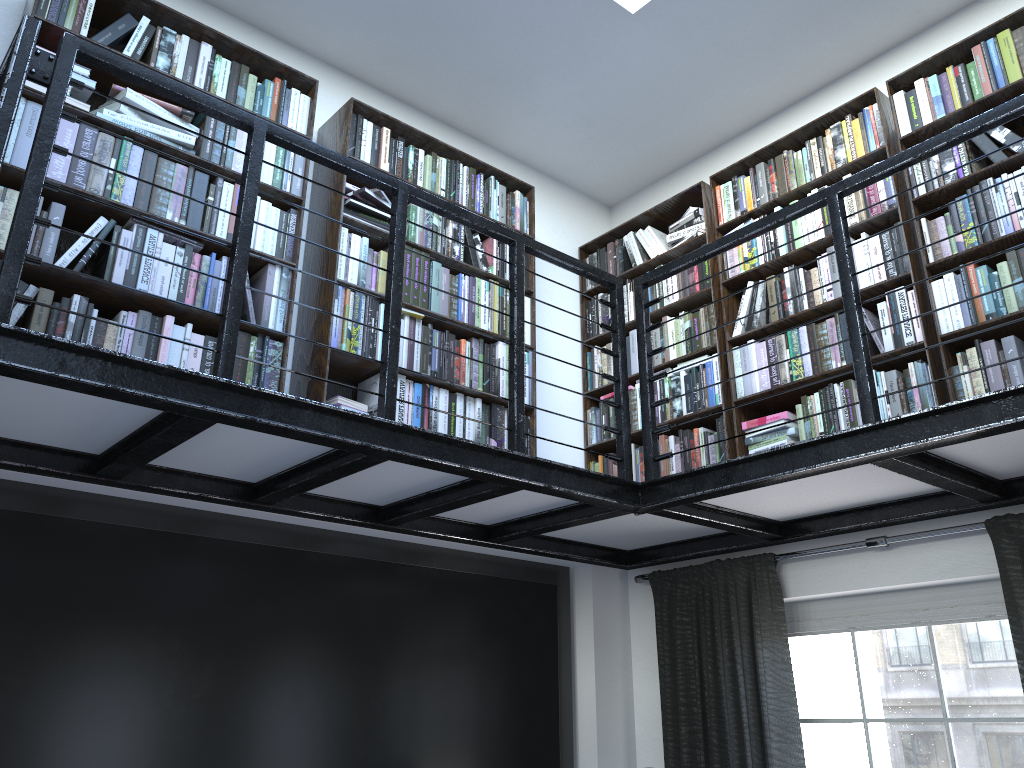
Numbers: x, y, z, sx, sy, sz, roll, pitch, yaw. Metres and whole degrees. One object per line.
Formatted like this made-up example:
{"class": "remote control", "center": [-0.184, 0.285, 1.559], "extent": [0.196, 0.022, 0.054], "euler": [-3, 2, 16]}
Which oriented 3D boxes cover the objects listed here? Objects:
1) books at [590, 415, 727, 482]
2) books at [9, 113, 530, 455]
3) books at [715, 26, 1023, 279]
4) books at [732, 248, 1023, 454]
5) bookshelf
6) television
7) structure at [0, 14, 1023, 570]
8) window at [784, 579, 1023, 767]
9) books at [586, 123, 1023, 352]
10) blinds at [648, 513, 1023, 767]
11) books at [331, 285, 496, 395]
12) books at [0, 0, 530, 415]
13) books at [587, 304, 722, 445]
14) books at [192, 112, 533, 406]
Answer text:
{"class": "books", "center": [1.513, -0.760, 2.832], "extent": [1.278, 1.449, 4.398], "euler": [17, -27, -36]}
{"class": "books", "center": [0.550, -1.063, 2.043], "extent": [2.192, 1.428, 4.342], "euler": [18, -28, -38]}
{"class": "books", "center": [1.900, -0.910, 3.230], "extent": [0.212, 0.839, 2.615], "euler": [19, -28, -37]}
{"class": "books", "center": [2.146, -0.603, 2.795], "extent": [0.239, 1.138, 3.364], "euler": [19, -28, -37]}
{"class": "bookshelf", "center": [0.857, -0.901, 2.262], "extent": [3.070, 1.639, 4.439], "euler": [18, -27, -37]}
{"class": "television", "center": [-0.988, 1.621, 2.808], "extent": [3.333, 2.461, 0.116], "euler": [18, -28, -37]}
{"class": "structure", "center": [0.267, 0.475, 1.154], "extent": [4.588, 3.401, 4.452], "euler": [18, -28, -37]}
{"class": "window", "center": [1.468, 1.572, 3.192], "extent": [0.132, 1.628, 1.157], "euler": [19, -29, -37]}
{"class": "books", "center": [1.891, -0.636, 3.102], "extent": [0.240, 1.416, 4.405], "euler": [19, -28, -37]}
{"class": "blinds", "center": [1.441, 1.653, 2.839], "extent": [0.124, 2.419, 2.488], "euler": [19, -29, -37]}
{"class": "books", "center": [0.971, -0.941, 2.351], "extent": [1.163, 1.424, 4.348], "euler": [18, -28, -37]}
{"class": "books", "center": [-0.826, -0.512, 3.498], "extent": [2.194, 1.443, 0.312], "euler": [17, -28, -36]}
{"class": "books", "center": [1.895, -0.646, 3.108], "extent": [0.226, 1.432, 4.400], "euler": [19, -28, -37]}
{"class": "books", "center": [0.773, -0.865, 2.177], "extent": [1.589, 1.156, 4.301], "euler": [18, -28, -38]}
